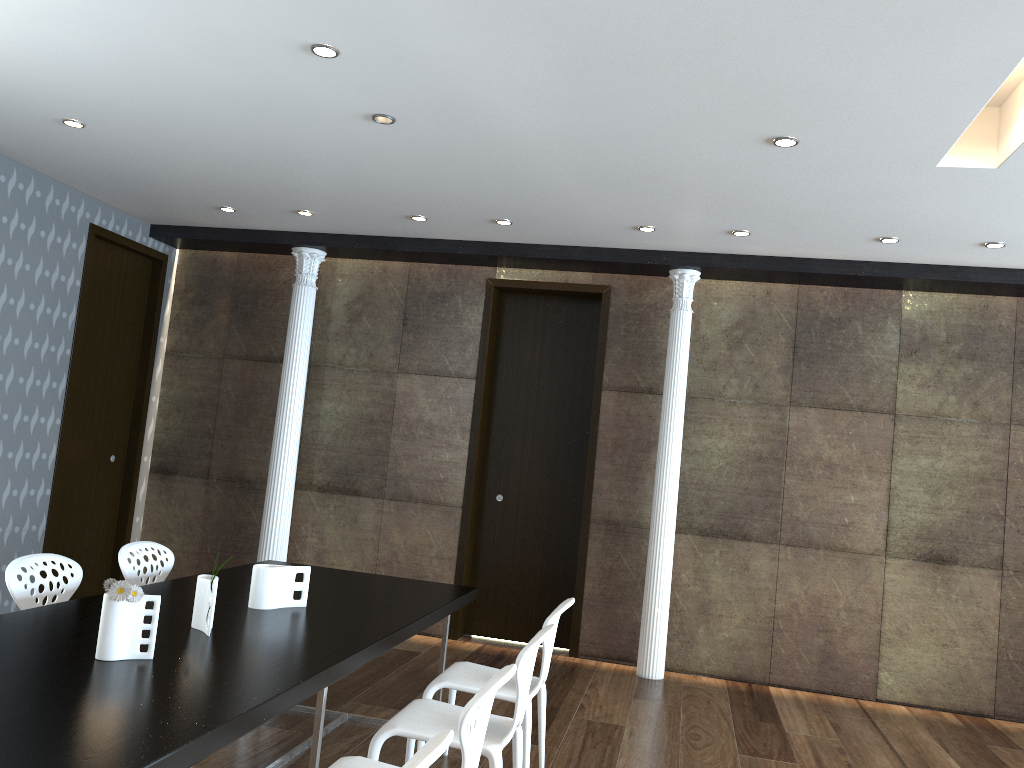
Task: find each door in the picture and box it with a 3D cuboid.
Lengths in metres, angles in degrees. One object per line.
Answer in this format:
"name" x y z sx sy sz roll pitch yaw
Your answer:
"door" 0.190 0.624 7.030 1.000 2.814 0.510 5 -5 12
"door" -3.225 0.261 6.835 0.246 2.814 1.000 5 -5 12

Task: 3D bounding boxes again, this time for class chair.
"chair" -0.050 1.343 3.942 0.581 0.835 0.495 5 -5 12
"chair" -1.746 1.141 3.582 0.581 0.835 0.495 5 -5 12
"chair" -1.609 1.211 4.267 0.581 0.835 0.495 5 -5 12
"chair" -0.319 1.201 2.542 0.581 0.835 0.495 5 -5 12
"chair" -0.460 1.131 1.858 0.581 0.835 0.495 5 -5 12
"chair" -0.166 1.275 3.259 0.581 0.835 0.495 5 -5 12

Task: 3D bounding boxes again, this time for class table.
"table" -1.130 1.217 3.103 1.200 0.733 3.400 5 -5 12

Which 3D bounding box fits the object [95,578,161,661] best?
"object" -1.126 0.688 2.590 0.161 0.233 0.076 6 -5 -7
